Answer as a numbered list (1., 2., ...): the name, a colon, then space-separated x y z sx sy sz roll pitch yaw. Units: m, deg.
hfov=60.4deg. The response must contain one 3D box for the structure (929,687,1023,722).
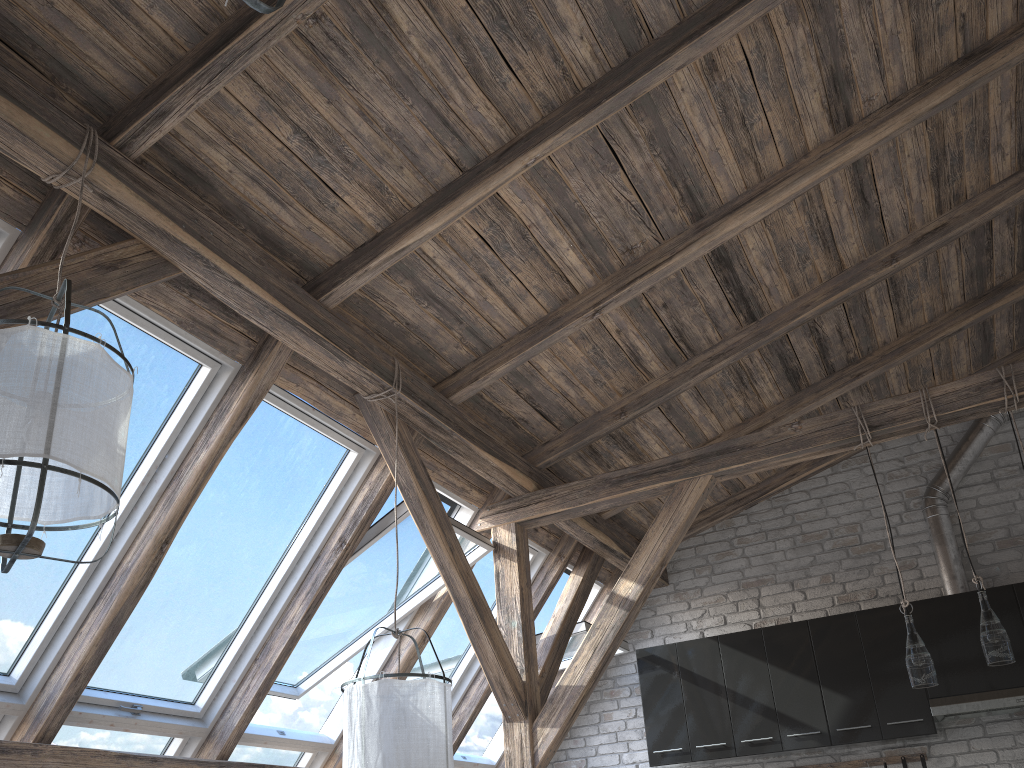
1. structure: 2.816 1.896 5.215 0.607 0.099 0.382 -18 -31 23

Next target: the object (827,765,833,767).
1. object: 2.051 2.488 5.586 0.095 0.132 0.120 20 -35 -41

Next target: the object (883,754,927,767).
1. object: 2.423 2.458 5.351 0.286 0.363 0.072 -17 -27 25

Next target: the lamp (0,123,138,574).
1. lamp: -1.162 -0.175 2.247 0.408 1.242 0.419 -5 -25 2

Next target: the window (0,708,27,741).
1. window: -2.490 1.707 3.017 1.110 1.216 0.886 -17 -28 23

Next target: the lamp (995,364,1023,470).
1. lamp: 2.202 0.539 3.648 0.111 1.278 0.233 -16 -27 25

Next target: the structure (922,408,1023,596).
1. structure: 3.144 0.694 5.623 0.995 1.223 0.176 -17 -27 24

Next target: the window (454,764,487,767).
1. window: -0.767 3.253 6.054 1.110 1.216 0.886 -17 -28 23

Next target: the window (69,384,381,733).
1. window: -1.258 0.774 3.830 1.110 1.216 0.886 -17 -28 23

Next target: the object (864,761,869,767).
1. object: 2.250 2.513 5.473 0.072 0.311 0.068 -16 -27 24

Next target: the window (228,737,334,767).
1. window: -1.629 2.480 4.535 1.110 1.216 0.886 -17 -28 23

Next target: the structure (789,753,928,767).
1. structure: 2.134 2.419 5.592 0.944 0.044 0.084 -18 -31 24

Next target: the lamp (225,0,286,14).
1. lamp: -0.361 -0.907 0.944 0.402 1.032 0.425 6 -27 -21

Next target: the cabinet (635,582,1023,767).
1. cabinet: 1.744 2.109 4.676 4.270 2.390 2.168 -17 -29 24

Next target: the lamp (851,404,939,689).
1. lamp: 1.668 0.689 3.905 0.110 1.227 0.232 -16 -27 25

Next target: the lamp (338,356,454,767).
1. lamp: -0.443 0.708 3.366 0.409 1.805 0.417 6 -26 -21

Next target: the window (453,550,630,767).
1. window: -0.021 1.951 6.133 1.540 1.216 0.886 -17 -28 24

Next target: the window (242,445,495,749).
1. window: -0.871 1.175 4.609 1.424 1.216 0.886 -17 -28 24

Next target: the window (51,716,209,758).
1. window: -2.059 2.094 3.776 1.110 1.216 0.886 -17 -28 23

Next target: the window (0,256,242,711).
1. window: -1.689 0.388 3.071 1.110 1.216 0.886 -17 -28 23

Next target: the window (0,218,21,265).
1. window: -2.119 0.001 2.311 1.110 1.216 0.886 -17 -28 23

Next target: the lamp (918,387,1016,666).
1. lamp: 1.926 0.587 3.802 0.111 1.179 0.245 -21 -29 33

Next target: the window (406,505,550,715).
1. window: -0.397 1.547 5.348 1.110 1.216 0.886 -17 -28 23
